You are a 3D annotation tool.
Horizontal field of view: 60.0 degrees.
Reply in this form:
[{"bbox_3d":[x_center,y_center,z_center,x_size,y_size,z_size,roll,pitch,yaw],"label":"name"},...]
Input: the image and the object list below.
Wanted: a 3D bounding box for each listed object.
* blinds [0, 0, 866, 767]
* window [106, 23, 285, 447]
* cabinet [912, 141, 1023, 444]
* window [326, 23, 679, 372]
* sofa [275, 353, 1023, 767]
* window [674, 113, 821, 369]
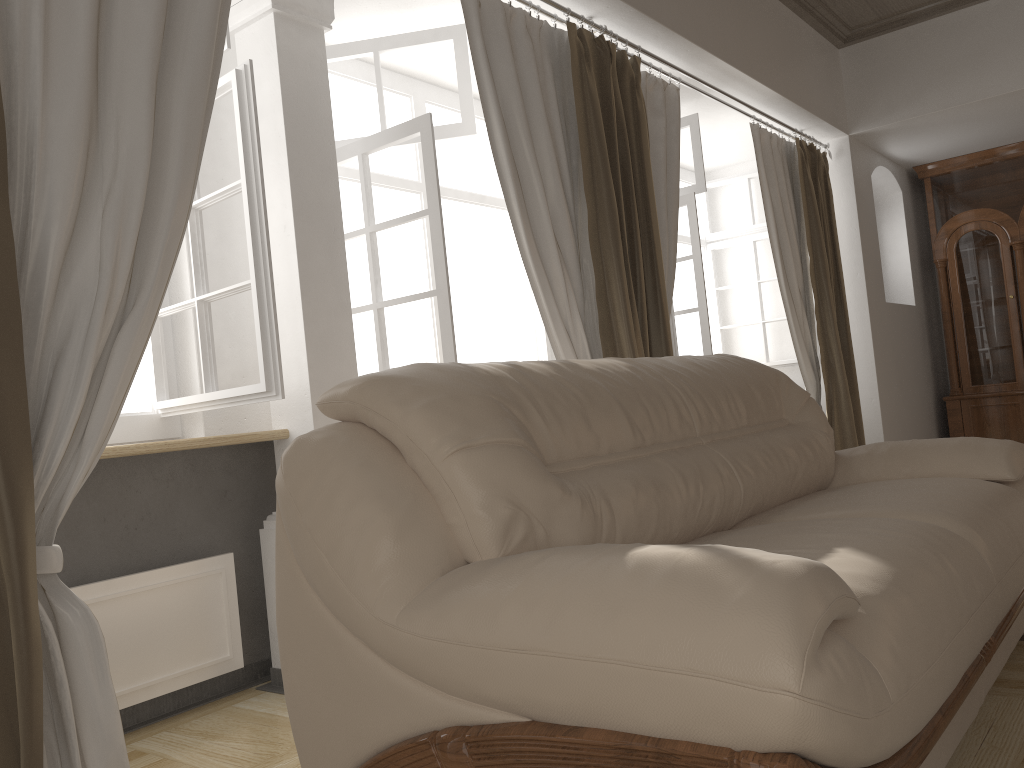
[{"bbox_3d":[0.382,-0.310,3.376,0.285,2.294,5.765,-7,-2,38],"label":"blinds"},{"bbox_3d":[-1.387,-0.563,2.076,0.781,1.500,1.600,-7,-2,38],"label":"window"},{"bbox_3d":[4.236,-0.624,6.161,2.360,2.298,0.587,-7,-2,38],"label":"cabinet"},{"bbox_3d":[-0.067,-0.649,3.814,0.784,1.500,1.759,-7,-2,37],"label":"window"},{"bbox_3d":[0.566,0.341,2.133,1.051,0.900,2.135,-7,-2,38],"label":"sofa"},{"bbox_3d":[1.154,-0.729,5.382,0.782,1.500,1.653,-7,-2,38],"label":"window"}]
